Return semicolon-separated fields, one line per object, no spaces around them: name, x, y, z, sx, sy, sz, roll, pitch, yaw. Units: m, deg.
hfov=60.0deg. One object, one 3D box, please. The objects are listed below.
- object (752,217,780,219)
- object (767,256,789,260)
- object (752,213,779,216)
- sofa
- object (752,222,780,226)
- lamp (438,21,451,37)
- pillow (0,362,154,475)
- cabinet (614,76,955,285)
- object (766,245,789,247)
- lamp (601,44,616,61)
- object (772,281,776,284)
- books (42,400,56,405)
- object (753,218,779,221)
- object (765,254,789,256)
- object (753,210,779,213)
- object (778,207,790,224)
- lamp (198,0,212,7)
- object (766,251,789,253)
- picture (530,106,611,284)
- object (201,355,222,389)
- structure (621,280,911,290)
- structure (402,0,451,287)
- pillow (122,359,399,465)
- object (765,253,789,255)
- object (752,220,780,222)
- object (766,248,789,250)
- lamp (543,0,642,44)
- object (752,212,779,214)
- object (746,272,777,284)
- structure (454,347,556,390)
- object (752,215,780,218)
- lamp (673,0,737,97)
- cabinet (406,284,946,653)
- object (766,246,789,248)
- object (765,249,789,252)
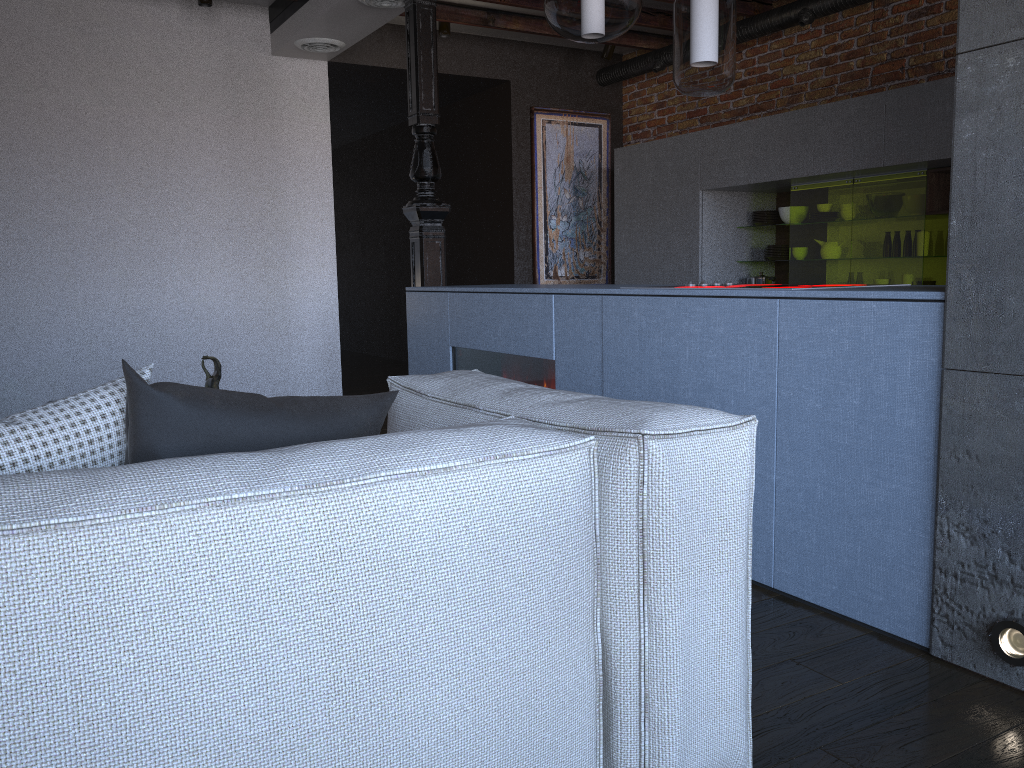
object;1.729;-1.119;6.037;0.180;0.027;0.180;3;8;28
object;1.797;-0.845;5.964;0.180;0.027;0.180;3;8;28
object;1.728;-1.140;6.034;0.180;0.027;0.180;3;8;28
sofa;-1.441;0.318;2.323;2.535;0.698;3.299;-5;8;-31
object;1.729;-1.087;6.041;0.180;0.027;0.180;3;8;28
lamp;-0.479;-2.485;6.090;0.114;0.184;0.082;2;8;24
pillow;-0.759;0.183;1.355;0.250;0.402;0.543;5;10;42
cabinet;2.146;-0.687;5.139;0.713;1.810;4.172;-5;8;-30
object;1.796;-0.919;5.954;0.180;0.027;0.180;3;8;28
lamp;0.743;-2.588;6.804;0.130;0.207;0.091;3;9;32
object;1.714;-0.614;5.810;0.159;0.117;0.172;0;7;12
books;-1.417;0.066;2.957;0.268;0.014;0.196;-4;8;-19
object;1.729;-1.108;6.038;0.180;0.027;0.180;3;8;28
object;1.797;-0.856;5.963;0.180;0.027;0.180;3;8;28
object;1.728;-1.161;6.032;0.180;0.027;0.180;3;8;28
object;1.853;-1.106;5.840;0.191;0.113;0.191;-4;8;-22
lamp;-1.857;-2.359;5.300;0.120;0.184;0.082;0;8;11
object;1.797;-0.877;5.960;0.180;0.027;0.180;3;8;28
picture;0.502;-1.537;7.426;0.780;1.471;0.067;-5;9;-30
object;-1.092;0.002;3.233;0.099;0.223;0.093;0;8;9
structure;0.784;-0.303;2.857;0.504;0.057;0.763;-5;8;-30
structure;-3.050;-0.456;1.746;0.481;2.396;8.509;5;10;40
pillow;-0.455;0.146;1.501;0.538;0.417;0.238;-7;10;-40
object;1.797;-0.866;5.961;0.180;0.027;0.180;3;8;28
object;1.729;-1.098;6.040;0.180;0.027;0.180;3;8;28
object;1.796;-0.898;5.957;0.180;0.027;0.180;3;8;28
lamp;0.295;-1.604;3.258;0.364;0.665;0.364;6;10;42
object;1.728;-1.151;6.033;0.180;0.027;0.180;3;8;28
object;1.692;-0.673;6.032;0.193;0.178;0.208;0;7;12
structure;0.098;0.032;3.841;0.332;0.394;0.943;-5;8;-30
object;1.728;-1.130;6.036;0.180;0.027;0.180;3;8;28
lamp;0.606;-1.404;2.782;0.195;0.956;0.197;-1;7;0
cabinet;0.481;0.048;3.422;0.607;0.845;2.958;-5;8;-30
object;1.796;-0.909;5.956;0.180;0.027;0.180;3;8;28
object;1.797;-0.888;5.959;0.180;0.027;0.180;3;8;28
